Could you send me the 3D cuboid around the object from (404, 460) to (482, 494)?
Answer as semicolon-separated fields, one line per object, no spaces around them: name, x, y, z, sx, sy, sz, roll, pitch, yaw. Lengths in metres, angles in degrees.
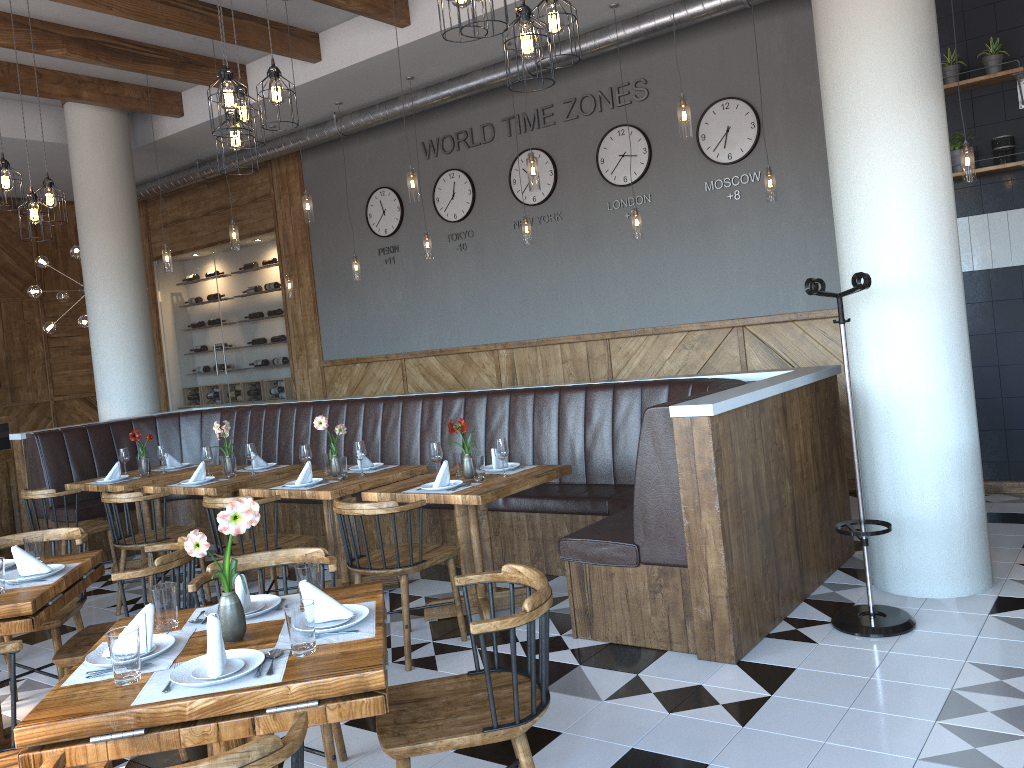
object;-0.387;0.492;4.780;0.351;0.137;0.272;-4;3;37

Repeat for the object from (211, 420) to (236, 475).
object;-2.050;0.455;6.306;0.206;0.400;0.147;-5;2;44

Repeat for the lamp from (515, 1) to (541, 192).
lamp;0.049;-2.260;5.874;0.078;1.963;0.078;-6;1;-13

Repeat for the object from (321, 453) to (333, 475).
object;-1.200;0.526;5.792;0.080;0.132;0.080;-5;2;37

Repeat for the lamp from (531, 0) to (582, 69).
lamp;0.073;-2.297;3.484;0.175;2.070;0.175;-6;1;21

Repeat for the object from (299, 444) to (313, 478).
object;-1.331;0.502;5.737;0.081;0.215;0.081;-6;1;0

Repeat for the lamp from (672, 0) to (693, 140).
lamp;0.925;-2.425;5.214;0.078;1.963;0.078;-6;1;12

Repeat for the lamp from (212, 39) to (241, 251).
lamp;-2.534;-2.151;7.785;0.078;1.963;0.078;-6;1;23

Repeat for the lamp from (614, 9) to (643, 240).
lamp;0.909;-2.137;7.086;0.078;1.963;0.078;-6;1;-13

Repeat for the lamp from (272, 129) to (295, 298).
lamp;-2.509;-1.913;9.623;0.078;1.963;0.078;-6;1;-21

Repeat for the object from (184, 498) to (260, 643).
object;-0.800;0.529;2.494;0.207;0.400;0.146;-7;1;-34

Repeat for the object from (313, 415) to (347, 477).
object;-1.155;0.393;5.675;0.146;0.400;0.207;-5;1;39

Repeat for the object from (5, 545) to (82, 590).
object;-1.973;0.725;3.633;0.272;0.137;0.352;-7;3;-8

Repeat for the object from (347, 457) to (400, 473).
object;-0.969;0.495;5.865;0.351;0.137;0.272;-4;3;37

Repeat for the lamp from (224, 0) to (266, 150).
lamp;-1.446;-2.231;4.456;0.175;2.070;0.175;-6;1;-4

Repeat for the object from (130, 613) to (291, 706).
object;-0.760;0.670;2.258;0.352;0.137;0.272;-7;3;-8

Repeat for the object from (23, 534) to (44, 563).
object;-2.068;0.726;3.839;0.080;0.132;0.080;-5;2;42

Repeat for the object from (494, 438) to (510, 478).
object;-0.054;0.409;4.925;0.081;0.215;0.081;-6;1;6

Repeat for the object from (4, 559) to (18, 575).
object;-2.279;0.746;3.853;0.352;0.137;0.272;-7;3;-8

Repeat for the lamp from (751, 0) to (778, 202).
lamp;1.785;-2.302;6.426;0.078;1.963;0.078;-6;1;12

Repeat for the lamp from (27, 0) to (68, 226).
lamp;-3.126;-2.081;5.806;0.175;2.070;0.175;-6;1;-13

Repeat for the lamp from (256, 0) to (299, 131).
lamp;-1.260;-2.304;4.377;0.175;2.070;0.175;-6;1;7

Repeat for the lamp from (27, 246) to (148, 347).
lamp;-5.036;-1.482;10.500;1.186;2.191;1.162;-6;1;-2

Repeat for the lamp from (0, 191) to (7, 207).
lamp;-3.347;-2.140;5.491;0.175;2.070;0.175;-6;1;20

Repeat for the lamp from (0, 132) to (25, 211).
lamp;-3.170;-2.096;5.373;0.175;2.070;0.175;-6;1;9

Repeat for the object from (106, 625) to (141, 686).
object;-0.989;0.696;2.269;0.080;0.132;0.080;-6;1;12

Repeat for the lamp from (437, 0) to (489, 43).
lamp;-0.287;-2.352;3.345;0.175;2.070;0.175;-7;1;-35

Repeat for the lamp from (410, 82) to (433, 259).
lamp;-0.892;-2.165;8.409;0.078;1.963;0.078;-6;1;-19

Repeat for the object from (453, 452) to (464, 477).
object;-0.297;0.466;5.122;0.080;0.132;0.080;-5;2;37

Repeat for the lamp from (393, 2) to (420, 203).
lamp;-0.822;-2.316;6.510;0.078;1.963;0.078;-7;1;-35

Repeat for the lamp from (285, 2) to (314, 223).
lamp;-1.752;-2.288;7.197;0.078;1.963;0.078;-6;1;-19

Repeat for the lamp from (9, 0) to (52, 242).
lamp;-3.111;-1.939;5.586;0.175;2.070;0.175;-6;1;20

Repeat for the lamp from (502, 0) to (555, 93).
lamp;-0.037;-2.144;3.303;0.175;2.070;0.175;-7;1;-35

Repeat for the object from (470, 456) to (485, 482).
object;-0.183;0.467;4.881;0.080;0.132;0.080;-6;1;22

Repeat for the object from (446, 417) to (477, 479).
object;-0.285;0.361;4.972;0.156;0.355;0.171;-5;1;39

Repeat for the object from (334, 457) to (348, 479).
object;-1.065;0.526;5.536;0.080;0.132;0.080;-5;2;42

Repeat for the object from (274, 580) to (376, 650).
object;-0.539;0.629;2.565;0.272;0.137;0.352;-7;3;-8

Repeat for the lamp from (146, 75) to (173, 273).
lamp;-3.369;-2.036;8.411;0.078;1.963;0.078;-6;1;-21

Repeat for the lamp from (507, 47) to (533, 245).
lamp;0.038;-2.193;7.722;0.078;1.963;0.078;-5;1;44

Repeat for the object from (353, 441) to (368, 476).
object;-0.957;0.469;5.595;0.081;0.215;0.081;-6;1;0

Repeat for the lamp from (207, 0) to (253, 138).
lamp;-1.385;-2.170;4.026;0.175;2.070;0.175;-6;1;-26

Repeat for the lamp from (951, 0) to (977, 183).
lamp;2.826;-2.270;5.662;0.078;1.963;0.078;-6;1;-21

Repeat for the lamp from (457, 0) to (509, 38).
lamp;-0.209;-2.292;3.150;0.175;2.070;0.175;-5;1;43

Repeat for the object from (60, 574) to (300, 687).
object;-0.933;0.669;2.614;0.578;0.137;0.582;-7;3;-9

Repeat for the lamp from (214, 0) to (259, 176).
lamp;-1.421;-2.047;4.243;0.175;2.070;0.175;-6;1;7

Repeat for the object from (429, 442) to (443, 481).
object;-0.432;0.442;5.069;0.081;0.215;0.081;-5;1;45

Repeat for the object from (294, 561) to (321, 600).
object;-0.634;0.631;2.775;0.080;0.132;0.080;-6;1;2

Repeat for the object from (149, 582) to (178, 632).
object;-1.056;0.680;2.698;0.080;0.132;0.080;-6;1;2

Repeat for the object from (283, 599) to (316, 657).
object;-0.556;0.646;2.341;0.080;0.132;0.080;-6;1;12

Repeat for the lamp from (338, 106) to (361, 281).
lamp;-1.674;-2.027;8.997;0.078;1.963;0.078;-6;1;23

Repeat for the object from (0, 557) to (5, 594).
object;-1.990;0.742;3.406;0.080;0.132;0.080;-7;2;-38

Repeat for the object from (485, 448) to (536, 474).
object;-0.070;0.435;5.197;0.351;0.137;0.272;-4;3;37
